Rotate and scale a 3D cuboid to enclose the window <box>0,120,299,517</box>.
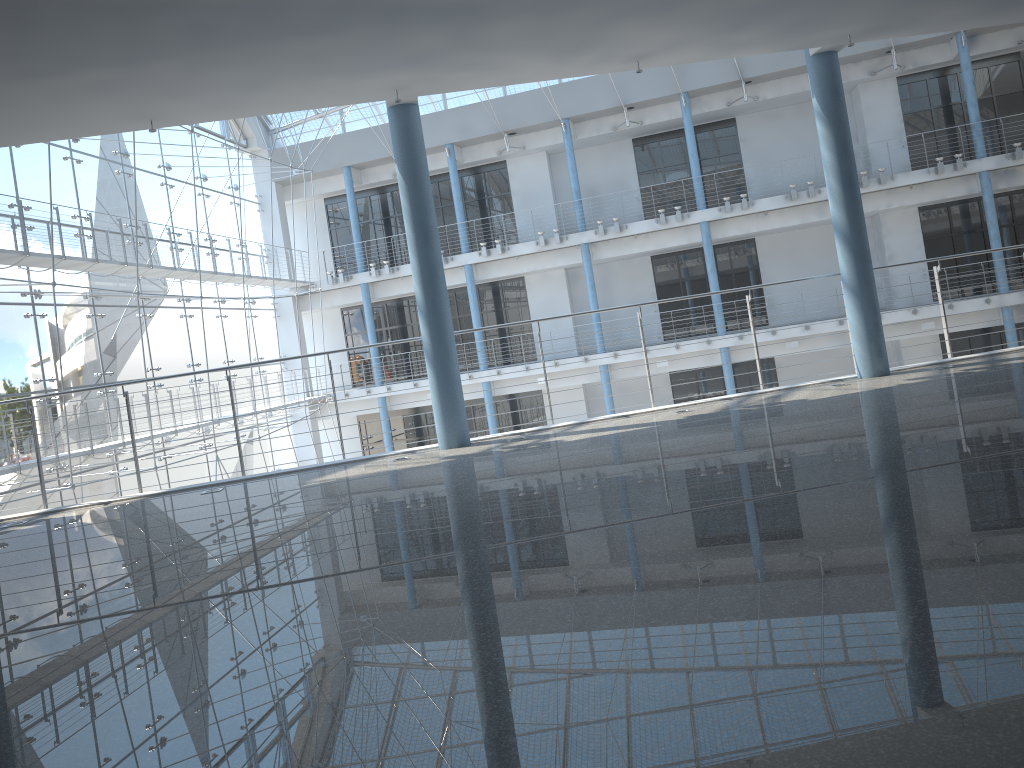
[{"bbox_3d":[-1.328,-0.143,2.401,0.010,2.774,3.857,-9,1,10],"label":"window"}]
